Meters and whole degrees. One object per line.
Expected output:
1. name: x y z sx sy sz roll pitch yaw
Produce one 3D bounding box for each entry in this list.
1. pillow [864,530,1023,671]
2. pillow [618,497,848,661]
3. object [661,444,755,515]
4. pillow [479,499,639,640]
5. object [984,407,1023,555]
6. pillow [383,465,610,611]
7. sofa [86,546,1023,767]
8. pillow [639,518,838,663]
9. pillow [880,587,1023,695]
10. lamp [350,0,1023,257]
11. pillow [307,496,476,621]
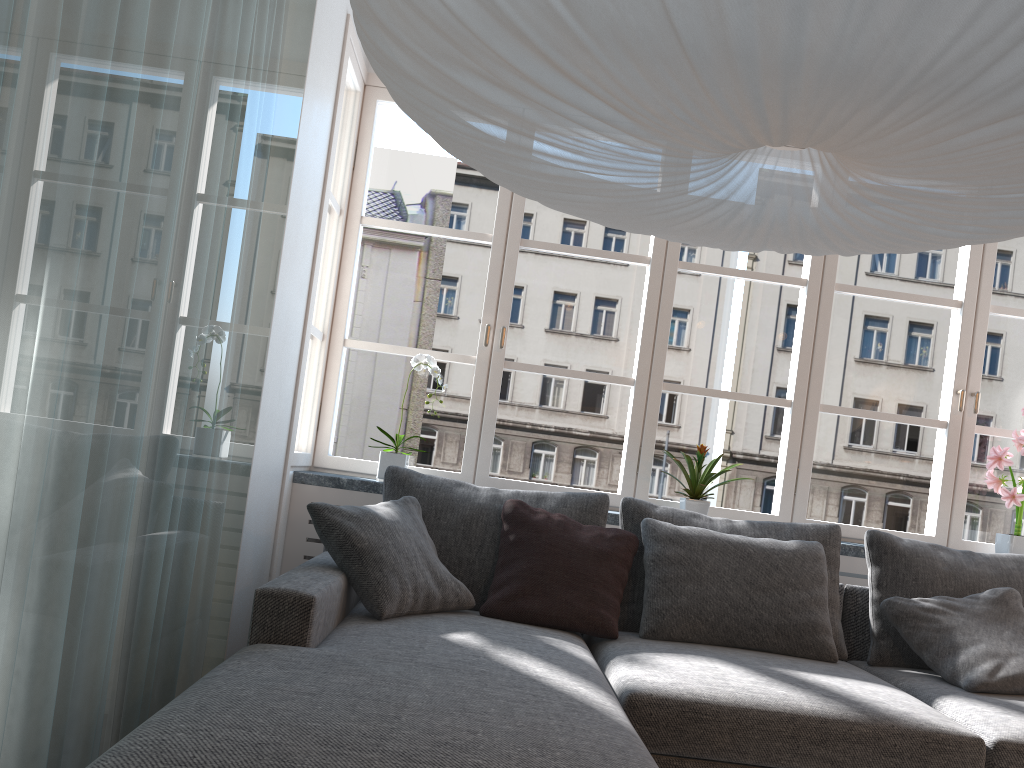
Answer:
1. pillow: 1.687 0.816 3.187 0.836 0.476 0.276 8 -2 -1
2. pillow: 0.781 0.692 3.172 0.839 0.474 0.277 8 -2 -1
3. object: 0.791 0.410 3.628 0.378 0.327 0.322 9 -4 -26
4. pillow: 0.173 0.619 2.987 0.521 0.402 0.312 8 -3 0
5. object: 2.113 0.410 3.680 0.201 0.689 0.297 8 -2 -22
6. pillow: -0.081 0.575 3.137 0.836 0.477 0.276 8 -2 -1
7. sofa: 0.818 0.930 2.292 3.068 0.670 2.047 8 -5 -1
8. pillow: 0.768 0.702 3.029 0.667 0.396 0.293 8 -3 -2
9. pillow: 1.567 0.836 2.942 0.494 0.320 0.444 9 -4 -20
10. lamp: 0.462 -0.422 1.468 1.465 0.209 1.480 4 -7 35
11. pillow: -0.375 0.543 2.827 0.345 0.358 0.519 5 -5 38
